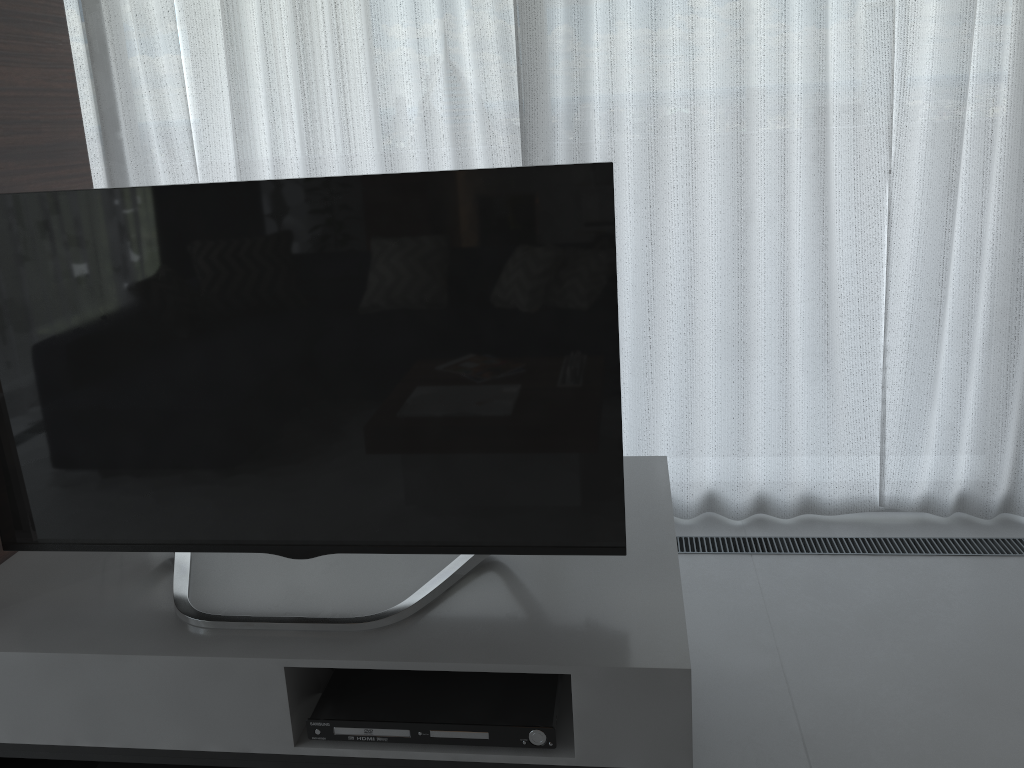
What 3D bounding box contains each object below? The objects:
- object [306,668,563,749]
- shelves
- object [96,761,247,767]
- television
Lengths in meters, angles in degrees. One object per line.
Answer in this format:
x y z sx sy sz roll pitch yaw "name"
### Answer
-0.119 0.546 1.652 0.430 0.052 0.343 -1 17 8 "object"
-0.810 0.577 2.032 2.348 0.489 0.892 -1 16 8 "shelves"
-0.635 0.744 1.755 0.314 0.066 0.321 -1 17 8 "object"
-0.418 0.017 1.633 1.229 0.771 0.304 -1 13 8 "television"
